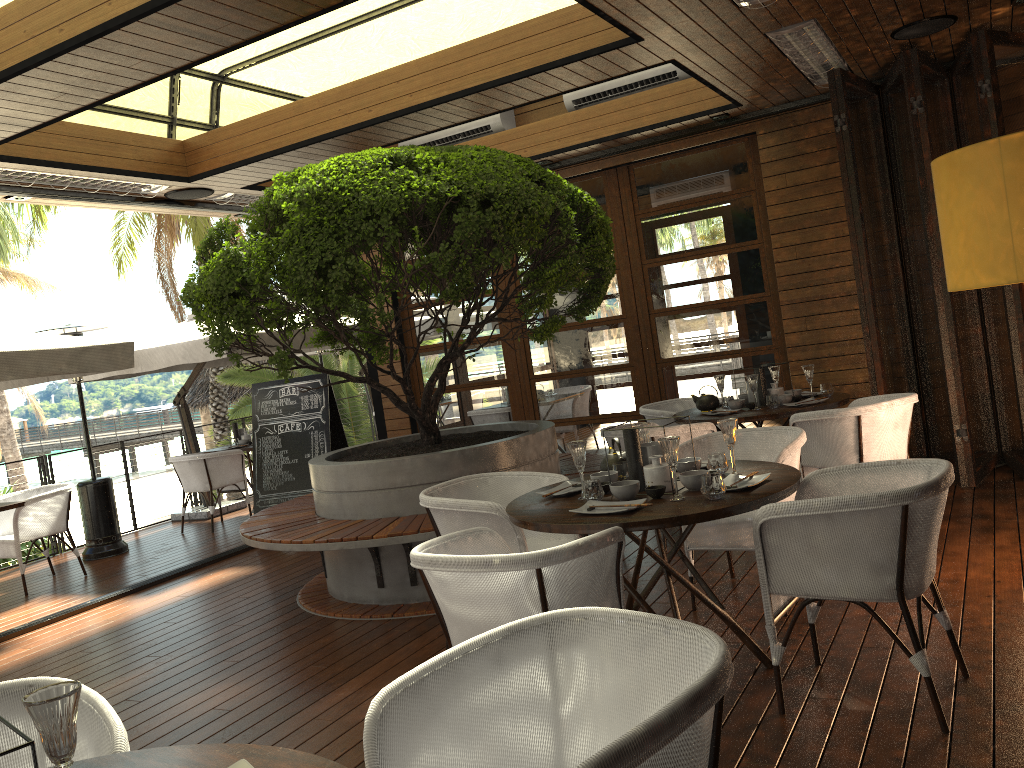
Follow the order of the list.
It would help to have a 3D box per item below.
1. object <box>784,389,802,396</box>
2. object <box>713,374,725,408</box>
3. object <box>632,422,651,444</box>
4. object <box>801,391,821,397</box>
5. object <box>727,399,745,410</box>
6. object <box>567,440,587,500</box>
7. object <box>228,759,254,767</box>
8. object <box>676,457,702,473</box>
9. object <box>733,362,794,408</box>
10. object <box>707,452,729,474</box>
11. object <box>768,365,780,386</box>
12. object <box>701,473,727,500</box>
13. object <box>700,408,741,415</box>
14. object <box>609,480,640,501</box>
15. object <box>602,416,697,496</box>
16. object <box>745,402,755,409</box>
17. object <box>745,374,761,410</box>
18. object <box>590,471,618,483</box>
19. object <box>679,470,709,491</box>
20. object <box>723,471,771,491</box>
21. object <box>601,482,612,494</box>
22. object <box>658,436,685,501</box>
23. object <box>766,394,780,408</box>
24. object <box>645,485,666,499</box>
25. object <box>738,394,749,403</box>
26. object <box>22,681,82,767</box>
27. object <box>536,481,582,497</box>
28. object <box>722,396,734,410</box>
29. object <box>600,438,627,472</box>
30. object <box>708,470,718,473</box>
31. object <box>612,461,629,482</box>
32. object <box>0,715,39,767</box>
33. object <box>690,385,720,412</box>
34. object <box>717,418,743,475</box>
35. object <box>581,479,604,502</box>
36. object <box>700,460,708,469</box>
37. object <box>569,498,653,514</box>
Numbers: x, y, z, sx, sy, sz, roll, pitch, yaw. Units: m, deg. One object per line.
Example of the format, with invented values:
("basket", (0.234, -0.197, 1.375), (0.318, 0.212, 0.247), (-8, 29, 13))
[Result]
("object", (1.912, 0.075, 6.023), (0.116, 0.065, 0.116), (-8, 2, 0))
("object", (1.456, 0.051, 6.163), (0.082, 0.227, 0.082), (-10, 2, -37))
("object", (0.576, 0.284, 3.835), (0.082, 0.227, 0.082), (-8, 2, 22))
("object", (2.029, 0.073, 6.148), (0.170, 0.025, 0.294), (-9, 3, -21))
("object", (1.498, 0.141, 5.909), (0.116, 0.065, 0.116), (-8, 2, 0))
("object", (0.273, 0.342, 3.520), (0.082, 0.227, 0.082), (-7, 2, 39))
("object", (-0.458, 0.650, 1.372), (0.170, 0.025, 0.294), (-10, 3, -38))
("object", (0.739, 0.350, 3.714), (0.116, 0.065, 0.116), (-10, 3, -36))
("object", (1.699, 0.008, 5.988), (0.264, 0.264, 0.263), (-9, 2, -26))
("object", (0.843, 0.327, 3.633), (0.086, 0.086, 0.086), (-9, 2, -7))
("object", (1.867, -0.014, 6.262), (0.082, 0.227, 0.082), (-9, 2, -20))
("object", (0.718, 0.366, 3.164), (0.086, 0.086, 0.086), (-8, 2, -2))
("object", (1.377, 0.185, 5.786), (0.170, 0.025, 0.294), (-9, 3, -21))
("object", (0.433, 0.410, 3.380), (0.116, 0.065, 0.116), (-10, 3, -36))
("object", (0.553, 0.285, 3.533), (0.263, 0.264, 0.264), (-7, 2, 33))
("object", (1.577, 0.144, 5.836), (0.080, 0.042, 0.080), (-8, 2, 8))
("object", (1.568, 0.054, 5.737), (0.082, 0.227, 0.082), (-9, 2, -20))
("object", (0.386, 0.404, 3.680), (0.116, 0.065, 0.116), (-6, 3, 42))
("object", (0.698, 0.371, 3.381), (0.116, 0.065, 0.116), (-6, 3, 42))
("object", (0.866, 0.368, 3.346), (0.170, 0.025, 0.295), (-6, 3, 38))
("object", (0.366, 0.423, 3.576), (0.080, 0.042, 0.080), (-8, 2, 7))
("object", (0.588, 0.308, 3.235), (0.082, 0.227, 0.082), (-7, 2, 34))
("object", (1.679, 0.112, 5.708), (0.086, 0.086, 0.087), (-8, 2, 24))
("object", (0.540, 0.408, 3.325), (0.080, 0.042, 0.080), (-9, 2, -6))
("object", (1.650, 0.105, 6.232), (0.116, 0.065, 0.116), (-7, 3, 40))
("object", (-0.683, 0.579, 1.351), (0.082, 0.227, 0.082), (-7, 2, 41))
("object", (0.220, 0.446, 3.724), (0.170, 0.025, 0.295), (-6, 3, 38))
("object", (1.472, 0.129, 6.021), (0.086, 0.086, 0.087), (-7, 2, 29))
("object", (0.463, 0.324, 3.908), (0.167, 0.179, 0.163), (-7, 2, 40))
("object", (0.772, 0.367, 3.484), (0.080, 0.042, 0.080), (-8, 2, 7))
("object", (0.467, 0.377, 3.758), (0.086, 0.086, 0.086), (-8, 2, -2))
("object", (-0.737, 0.584, 1.070), (0.264, 0.264, 0.263), (-10, 3, -44))
("object", (1.340, 0.098, 6.103), (0.163, 0.179, 0.168), (-9, 2, -23))
("object", (0.873, 0.253, 3.531), (0.082, 0.227, 0.082), (-7, 2, 39))
("object", (0.310, 0.415, 3.419), (0.086, 0.086, 0.086), (-9, 2, -7))
("object", (0.775, 0.357, 3.895), (0.294, 0.025, 0.170), (-7, 3, 33))
("object", (0.372, 0.447, 3.208), (0.294, 0.025, 0.170), (-7, 3, 33))
